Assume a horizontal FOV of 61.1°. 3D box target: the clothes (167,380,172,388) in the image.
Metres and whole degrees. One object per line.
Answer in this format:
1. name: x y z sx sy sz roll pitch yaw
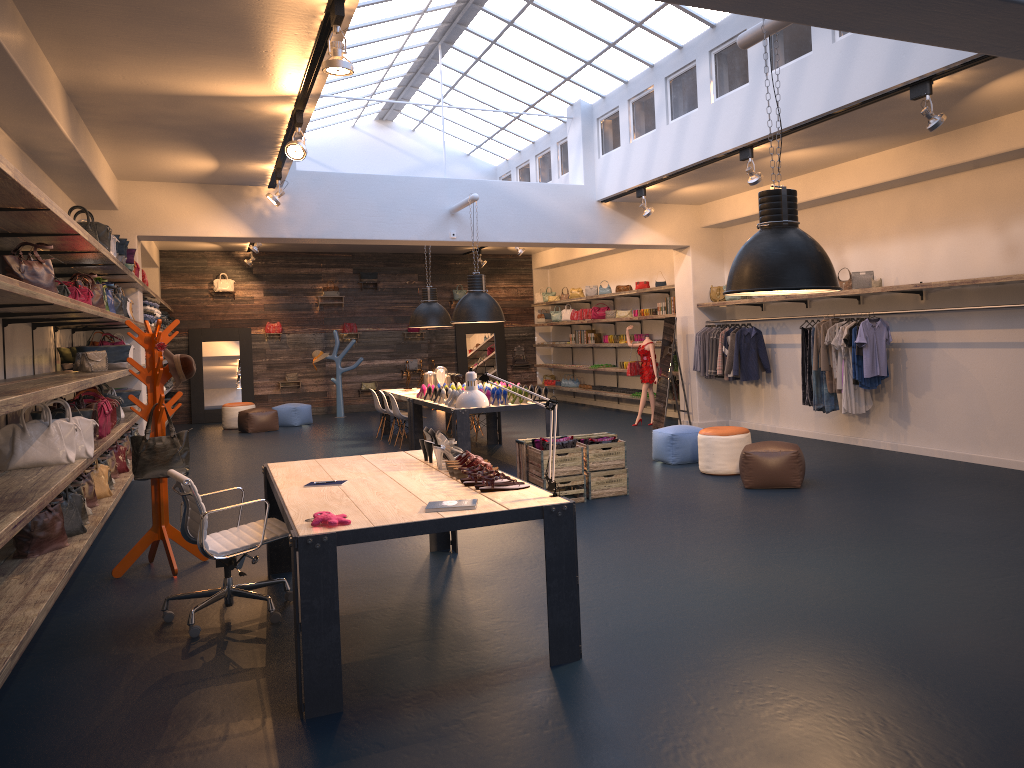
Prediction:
1. clothes: -5.873 -0.068 14.423 0.419 0.317 0.331 -3 2 -35

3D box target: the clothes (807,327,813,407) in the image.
1. clothes: 3.932 -0.218 11.236 0.245 1.048 0.138 -2 0 -24

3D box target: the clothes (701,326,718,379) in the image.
1. clothes: 3.162 -0.492 13.484 0.567 0.801 0.175 -2 0 -29

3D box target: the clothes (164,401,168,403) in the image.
1. clothes: -5.693 0.432 14.006 0.375 0.299 0.287 -3 1 -22

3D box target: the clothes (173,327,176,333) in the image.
1. clothes: -6.791 -1.139 17.051 0.370 0.299 0.292 -2 1 -16

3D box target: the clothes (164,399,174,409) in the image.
1. clothes: -6.372 0.382 15.794 0.444 0.251 0.324 -3 2 -25

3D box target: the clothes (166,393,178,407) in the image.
1. clothes: -6.529 0.330 16.455 0.394 0.299 0.297 -3 2 -33

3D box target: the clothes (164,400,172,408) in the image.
1. clothes: -5.793 0.420 14.299 0.370 0.299 0.292 -2 1 -16

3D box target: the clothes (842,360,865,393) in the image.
1. clothes: 4.148 -0.261 10.588 0.352 0.877 0.086 -2 0 -23

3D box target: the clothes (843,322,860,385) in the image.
1. clothes: 4.203 -0.368 10.390 0.597 0.752 0.130 -2 0 -23

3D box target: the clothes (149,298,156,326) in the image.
1. clothes: -4.941 -0.967 11.653 0.266 0.411 0.304 -2 1 -15

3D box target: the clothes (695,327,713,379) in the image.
1. clothes: 3.085 -0.487 13.593 0.578 0.815 0.114 -2 0 -25

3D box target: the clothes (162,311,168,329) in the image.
1. clothes: -5.655 -1.000 13.726 0.394 0.299 0.297 -3 2 -33

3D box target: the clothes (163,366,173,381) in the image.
1. clothes: -6.617 -0.172 16.514 0.353 0.342 0.374 -2 2 -15

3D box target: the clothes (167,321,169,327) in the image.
1. clothes: -6.315 -1.048 15.451 0.433 0.251 0.333 -2 2 -13

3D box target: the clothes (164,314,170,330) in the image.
1. clothes: -5.855 -1.024 14.310 0.370 0.299 0.292 -2 1 -16

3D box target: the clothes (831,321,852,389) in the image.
1. clothes: 4.124 -0.354 10.636 0.543 0.832 0.132 -2 0 -22

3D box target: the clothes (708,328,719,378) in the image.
1. clothes: 3.247 -0.472 13.200 0.698 0.754 0.120 -2 0 -23

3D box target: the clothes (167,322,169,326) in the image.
1. clothes: -6.434 -1.062 15.805 0.444 0.251 0.324 -3 2 -25

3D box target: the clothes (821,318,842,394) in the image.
1. clothes: 4.049 -0.353 10.850 0.559 0.947 0.171 -2 0 -28

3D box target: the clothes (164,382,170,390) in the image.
1. clothes: -5.747 -0.047 14.089 0.402 0.303 0.325 -3 2 -34

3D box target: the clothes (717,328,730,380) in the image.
1. clothes: 3.332 -0.460 13.000 0.720 0.797 0.163 -2 0 -25

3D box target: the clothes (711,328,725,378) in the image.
1. clothes: 3.277 -0.469 13.113 0.698 0.754 0.120 -2 0 -23

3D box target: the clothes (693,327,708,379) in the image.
1. clothes: 3.064 -0.490 13.653 0.578 0.815 0.114 -2 0 -25

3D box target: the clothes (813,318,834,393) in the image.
1. clothes: 4.020 -0.357 10.950 0.559 0.947 0.171 -2 0 -28

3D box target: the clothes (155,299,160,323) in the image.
1. clothes: -5.274 -1.021 12.566 0.278 0.456 0.323 -2 1 -8

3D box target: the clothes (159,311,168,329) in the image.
1. clothes: -5.545 -0.989 13.439 0.392 0.299 0.308 -3 2 -20

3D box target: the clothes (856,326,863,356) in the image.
1. clothes: 4.216 -0.506 10.274 0.487 0.371 0.129 -3 0 -26

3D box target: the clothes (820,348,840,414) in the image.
1. clothes: 4.018 -0.193 11.073 0.216 1.136 0.223 -2 0 -15

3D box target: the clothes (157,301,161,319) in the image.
1. clothes: -5.384 -1.034 12.888 0.278 0.456 0.323 -2 1 -8

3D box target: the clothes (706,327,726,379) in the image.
1. clothes: 3.211 -0.486 13.341 0.567 0.801 0.175 -2 0 -29

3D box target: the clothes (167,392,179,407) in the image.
1. clothes: -6.682 0.311 16.895 0.387 0.299 0.609 -2 2 -19

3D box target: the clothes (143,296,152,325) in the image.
1. clothes: -4.860 -0.952 11.330 0.266 0.411 0.304 -2 1 -15

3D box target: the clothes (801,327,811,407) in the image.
1. clothes: 3.870 -0.227 11.368 0.245 1.048 0.138 -2 0 -24

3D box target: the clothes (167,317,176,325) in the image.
1. clothes: -6.481 -1.103 16.179 0.392 0.299 0.308 -3 2 -20

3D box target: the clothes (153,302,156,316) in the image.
1. clothes: -5.067 -0.977 11.936 0.266 0.411 0.304 -2 1 -15

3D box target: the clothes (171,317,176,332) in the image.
1. clothes: -6.591 -1.114 16.466 0.394 0.299 0.297 -3 2 -33

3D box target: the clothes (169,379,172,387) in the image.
1. clothes: -5.988 -0.076 14.794 0.402 0.303 0.325 -3 2 -34

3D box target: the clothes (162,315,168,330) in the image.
1. clothes: -5.755 -1.012 14.017 0.375 0.299 0.287 -3 1 -22

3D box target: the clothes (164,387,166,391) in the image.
1. clothes: -5.590 0.025 13.290 0.435 0.240 0.419 -2 2 -6

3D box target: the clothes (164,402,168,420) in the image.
1. clothes: -5.593 0.444 13.715 0.394 0.299 0.297 -3 2 -33

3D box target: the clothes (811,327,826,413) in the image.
1. clothes: 3.922 -0.191 11.099 0.251 1.137 0.143 -2 0 -42

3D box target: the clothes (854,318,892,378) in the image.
1. clothes: 4.272 -0.430 10.193 0.587 0.700 0.115 -2 0 -26

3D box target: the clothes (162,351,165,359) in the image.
1. clothes: -6.124 -0.488 14.869 0.342 0.155 0.327 -3 3 -27

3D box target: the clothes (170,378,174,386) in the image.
1. clothes: -6.113 -0.097 15.128 0.419 0.317 0.331 -3 2 -35

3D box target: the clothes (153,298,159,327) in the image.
1. clothes: -5.174 -1.009 12.274 0.278 0.456 0.323 -2 1 -8

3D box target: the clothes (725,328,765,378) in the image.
1. clothes: 3.419 -0.459 12.755 0.751 0.735 0.161 -3 0 -26

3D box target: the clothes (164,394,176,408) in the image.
1. clothes: -6.419 0.341 16.169 0.392 0.299 0.308 -3 2 -20

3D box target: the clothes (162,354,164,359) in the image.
1. clothes: -6.044 -0.468 14.560 0.357 0.159 0.314 -2 2 -1

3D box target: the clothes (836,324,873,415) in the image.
1. clothes: 4.175 -0.185 10.535 0.535 1.110 0.121 -2 0 -26

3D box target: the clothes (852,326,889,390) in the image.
1. clothes: 4.246 -0.319 10.300 0.522 0.770 0.117 -2 0 -26

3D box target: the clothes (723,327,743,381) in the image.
1. clothes: 3.364 -0.447 12.902 0.602 0.794 0.116 -2 0 -24

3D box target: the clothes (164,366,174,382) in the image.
1. clothes: -6.752 -0.188 16.908 0.353 0.342 0.374 -2 2 -15

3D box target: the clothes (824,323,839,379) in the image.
1. clothes: 4.092 -0.408 10.715 0.587 0.686 0.108 -2 0 -26

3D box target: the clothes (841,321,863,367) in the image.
1. clothes: 4.187 -0.463 10.448 0.556 0.586 0.073 -2 0 -25

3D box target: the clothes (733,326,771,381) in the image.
1. clothes: 3.467 -0.443 12.612 0.720 0.797 0.163 -2 0 -25

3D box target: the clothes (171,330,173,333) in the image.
1. clothes: -6.691 -1.127 16.758 0.375 0.299 0.287 -3 1 -22
